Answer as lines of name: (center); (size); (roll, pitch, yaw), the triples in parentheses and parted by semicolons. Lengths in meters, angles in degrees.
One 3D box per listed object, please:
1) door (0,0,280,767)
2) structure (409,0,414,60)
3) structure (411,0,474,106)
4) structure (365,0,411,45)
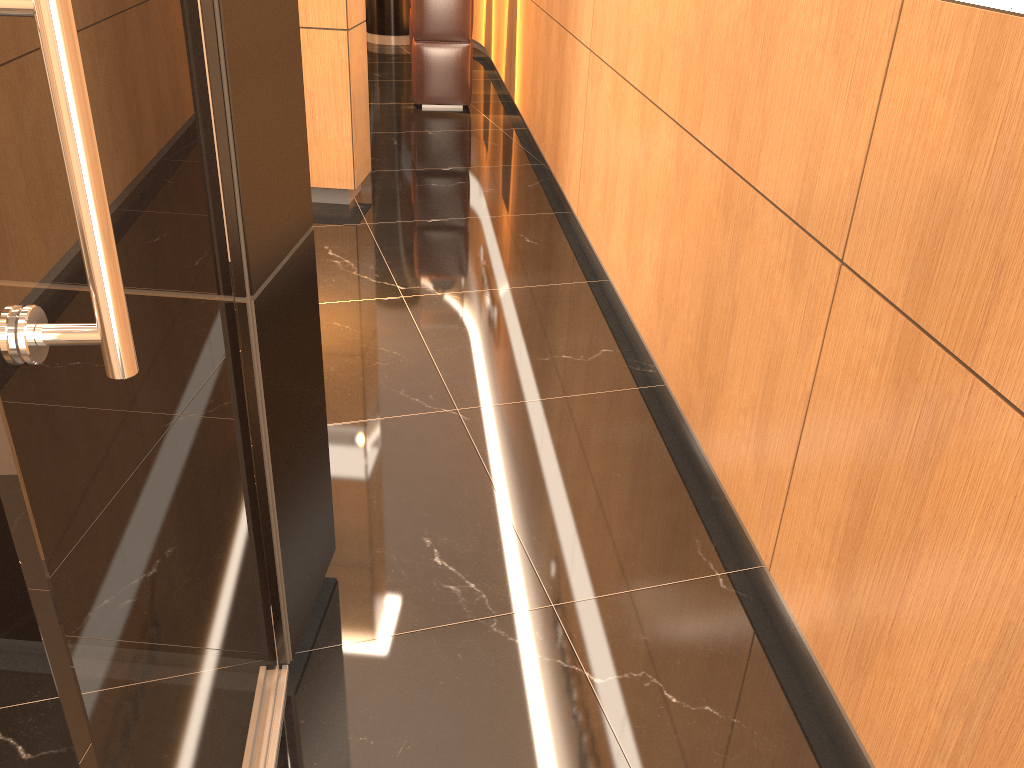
door: (-0.288, -0.170, 0.134); (0.098, 3.285, 2.473); (-1, 29, -7)
structure: (-0.782, -4.253, 8.821); (0.498, 2.000, 0.484); (-1, 29, -7)
structure: (-0.552, -3.258, 7.005); (0.498, 1.968, 0.484); (-1, 29, -7)
structure: (-1.337, -5.542, 9.629); (0.613, 3.430, 0.613); (1, 29, -3)
